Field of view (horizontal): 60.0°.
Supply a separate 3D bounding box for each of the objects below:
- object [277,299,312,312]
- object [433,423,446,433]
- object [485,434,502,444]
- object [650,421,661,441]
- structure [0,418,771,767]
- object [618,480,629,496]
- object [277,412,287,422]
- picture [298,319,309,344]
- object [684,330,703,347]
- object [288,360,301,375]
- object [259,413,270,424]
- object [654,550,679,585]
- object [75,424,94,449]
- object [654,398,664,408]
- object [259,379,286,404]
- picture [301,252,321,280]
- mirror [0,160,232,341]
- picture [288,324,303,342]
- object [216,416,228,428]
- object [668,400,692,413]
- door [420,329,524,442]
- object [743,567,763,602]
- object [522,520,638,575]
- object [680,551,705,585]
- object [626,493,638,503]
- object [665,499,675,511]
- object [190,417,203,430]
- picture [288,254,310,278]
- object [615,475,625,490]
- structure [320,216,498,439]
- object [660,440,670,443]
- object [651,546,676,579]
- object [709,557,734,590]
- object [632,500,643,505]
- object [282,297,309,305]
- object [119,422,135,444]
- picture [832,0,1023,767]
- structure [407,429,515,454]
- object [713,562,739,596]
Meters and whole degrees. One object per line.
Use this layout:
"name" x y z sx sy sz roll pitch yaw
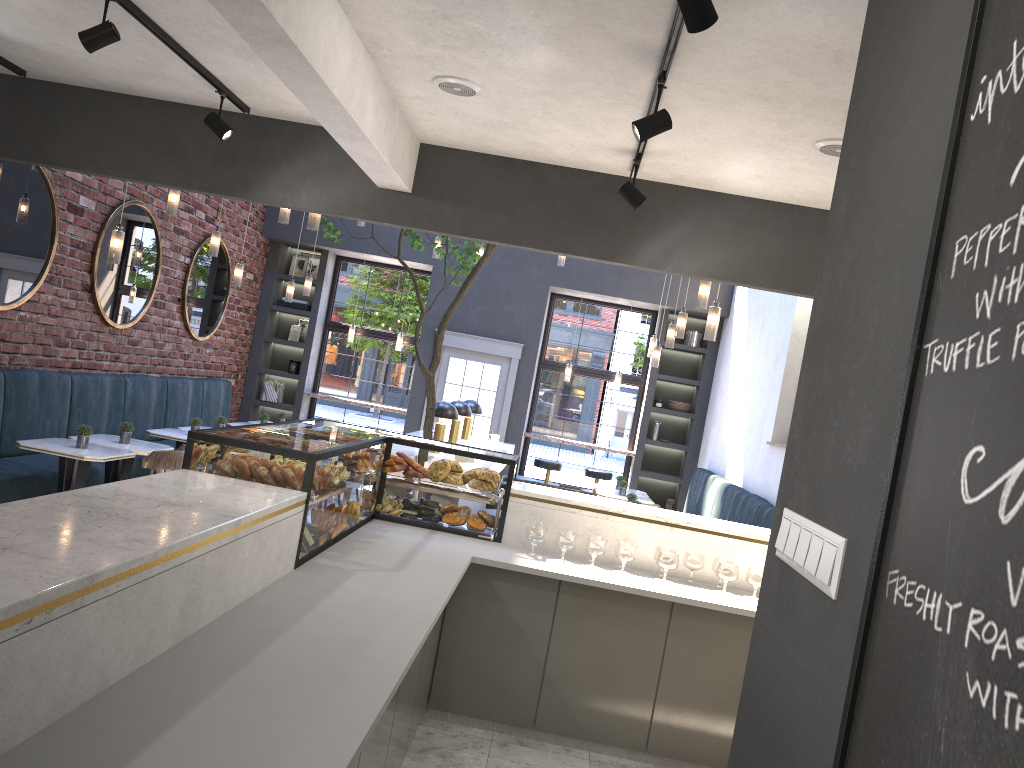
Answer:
"object" -2.894 -1.041 11.837 0.412 0.084 0.286 10 0 4
"object" -0.787 0.473 9.493 0.176 0.098 0.204 10 0 9
"object" -0.191 0.582 9.487 0.176 0.097 0.301 10 0 -5
"object" 1.863 0.609 11.496 0.098 0.248 0.098 11 1 43
"structure" 0.134 1.091 2.251 3.205 1.300 5.806 10 0 4
"object" 1.177 1.100 9.390 0.118 0.165 0.122 10 0 -19
"object" -2.656 0.405 10.217 0.118 0.165 0.122 10 0 -19
"picture" -2.804 -0.710 12.035 0.247 0.326 0.044 10 0 4
"object" 2.363 -0.582 11.551 0.213 0.215 0.213 10 0 13
"object" -2.903 -0.225 11.827 0.152 0.181 0.152 11 0 42
"object" -2.693 0.398 9.636 0.118 0.165 0.122 10 0 -19
"object" 0.779 0.923 4.469 0.114 0.147 0.114 10 0 8
"object" -2.919 0.354 6.043 0.118 0.165 0.122 10 0 -19
"object" 1.908 0.248 11.540 0.117 0.119 0.117 10 0 -20
"object" -3.194 0.082 11.859 0.250 0.323 0.241 10 0 4
"picture" -2.715 -1.583 12.023 0.361 0.369 0.055 10 0 4
"mirror" -3.501 -1.255 8.197 0.036 1.510 4.774 10 0 4
"picture" -2.941 -0.684 12.018 0.161 0.227 0.049 10 0 4
"object" -2.768 0.383 8.442 0.118 0.165 0.122 10 0 -19
"object" 2.182 0.295 11.546 0.304 0.123 0.305 10 0 25
"door" -0.598 0.498 11.175 1.132 2.219 0.152 10 0 4
"object" 1.224 1.004 4.441 0.114 0.147 0.114 10 0 8
"object" 0.350 0.845 4.591 0.575 0.147 0.256 10 0 4
"object" 0.935 0.952 4.591 0.114 0.147 0.114 10 0 8
"object" 1.101 1.085 8.195 0.118 0.165 0.122 10 0 -19
"object" 2.008 1.707 11.446 0.121 0.438 0.193 10 0 25
"object" -2.805 0.376 7.861 0.118 0.165 0.122 10 0 -19
"picture" -2.884 -1.588 11.998 0.230 0.313 0.061 10 0 4
"object" 1.213 1.107 9.971 0.118 0.165 0.122 10 0 -19
"structure" -0.248 -1.353 7.129 2.809 5.989 3.741 10 1 -43
"object" 1.975 0.742 11.461 0.130 0.026 0.130 10 0 -13
"object" 0.787 0.925 4.600 0.114 0.147 0.114 10 0 8
"object" 1.084 0.979 4.582 0.114 0.147 0.114 10 0 8
"object" 1.064 1.078 7.615 0.118 0.165 0.122 10 0 -19
"object" -2.886 -1.102 11.848 0.327 0.039 0.227 10 0 -6
"object" -2.883 0.361 6.624 0.118 0.165 0.122 10 0 -19
"picture" 0.446 -0.185 0.429 0.014 1.754 1.147 10 0 4
"structure" -0.655 1.079 8.125 0.990 1.050 3.490 10 0 4
"object" 1.075 0.977 4.450 0.114 0.147 0.114 10 0 8
